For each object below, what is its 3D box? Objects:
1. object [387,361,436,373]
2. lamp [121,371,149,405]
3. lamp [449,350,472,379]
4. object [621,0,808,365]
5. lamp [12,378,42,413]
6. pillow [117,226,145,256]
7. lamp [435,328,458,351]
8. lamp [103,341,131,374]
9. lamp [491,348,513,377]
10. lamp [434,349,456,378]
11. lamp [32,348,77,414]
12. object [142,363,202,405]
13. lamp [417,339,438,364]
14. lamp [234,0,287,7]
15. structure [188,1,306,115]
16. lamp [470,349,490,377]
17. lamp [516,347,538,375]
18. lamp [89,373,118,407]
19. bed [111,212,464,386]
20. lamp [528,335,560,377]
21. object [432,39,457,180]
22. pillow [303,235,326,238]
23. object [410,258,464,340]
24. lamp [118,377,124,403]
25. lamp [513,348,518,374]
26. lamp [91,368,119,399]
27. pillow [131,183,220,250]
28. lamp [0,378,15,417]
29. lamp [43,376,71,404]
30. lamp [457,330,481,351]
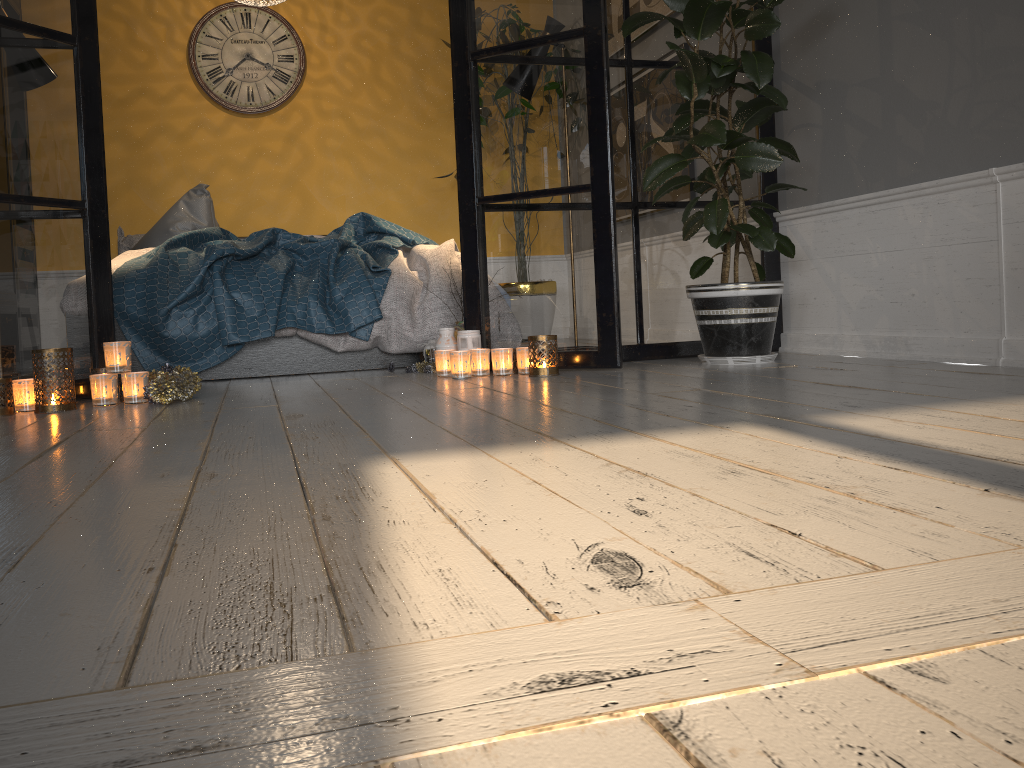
[{"bbox_3d":[-0.401,-0.068,3.586,0.326,0.053,0.088,1,6,38],"label":"object"},{"bbox_3d":[-1.176,0.013,2.766,0.080,0.098,0.081,-1,3,24],"label":"lamp"},{"bbox_3d":[-0.180,-0.068,3.146,0.080,0.098,0.081,-1,3,24],"label":"lamp"},{"bbox_3d":[-0.671,-0.858,2.765,3.900,1.791,1.012,-4,2,-17],"label":"object"},{"bbox_3d":[-1.462,0.035,2.672,0.080,0.098,0.081,-1,3,24],"label":"lamp"},{"bbox_3d":[-1.943,-0.740,5.314,0.514,0.454,0.758,1,5,45],"label":"pillow"},{"bbox_3d":[-0.247,-0.125,3.389,0.092,0.179,0.092,-3,2,4],"label":"lamp"},{"bbox_3d":[-1.226,-0.082,2.753,0.080,0.098,0.081,-1,3,24],"label":"lamp"},{"bbox_3d":[-0.034,-0.078,3.184,0.080,0.098,0.081,-1,3,24],"label":"lamp"},{"bbox_3d":[-0.244,-0.075,3.264,0.080,0.098,0.081,-1,3,38],"label":"lamp"},{"bbox_3d":[-1.371,-0.012,2.648,0.115,0.186,0.115,-3,2,-18],"label":"lamp"},{"bbox_3d":[-1.163,-0.008,2.979,0.192,0.117,0.718,-5,5,-27],"label":"object"},{"bbox_3d":[-0.314,-0.116,3.614,0.096,0.131,0.109,0,4,44],"label":"lamp"},{"bbox_3d":[-1.362,-2.550,4.650,0.616,1.094,0.618,-2,2,24],"label":"lamp"},{"bbox_3d":[-1.701,-2.103,5.702,0.727,0.723,0.071,-4,1,-16],"label":"structure"},{"bbox_3d":[-0.118,-0.077,3.211,0.080,0.098,0.081,-1,3,24],"label":"lamp"},{"bbox_3d":[0.056,-0.083,3.188,0.080,0.098,0.081,-1,3,24],"label":"lamp"},{"bbox_3d":[-1.265,0.019,2.747,0.080,0.098,0.081,-1,3,24],"label":"lamp"},{"bbox_3d":[-1.147,-0.496,4.663,1.899,0.768,2.328,-4,5,-16],"label":"bed"},{"bbox_3d":[0.110,-0.099,3.104,0.107,0.140,0.108,-1,3,37],"label":"lamp"},{"bbox_3d":[0.068,-1.375,5.796,1.347,2.200,1.249,-4,2,-30],"label":"object"},{"bbox_3d":[-1.152,-0.761,5.110,0.484,0.226,0.595,0,5,33],"label":"pillow"},{"bbox_3d":[-0.158,-0.322,3.652,0.437,0.521,0.279,-1,2,24],"label":"object"},{"bbox_3d":[-1.235,0.017,2.861,0.069,0.080,0.069,-3,3,-9],"label":"lamp"},{"bbox_3d":[-0.006,-0.084,3.280,0.063,0.091,0.063,-4,3,-35],"label":"lamp"},{"bbox_3d":[-1.363,0.001,2.960,0.081,0.106,0.081,-4,3,-17],"label":"lamp"},{"bbox_3d":[-1.827,-0.806,4.908,0.783,0.598,0.500,-3,3,-10],"label":"pillow"},{"bbox_3d":[-1.508,0.040,2.593,0.084,0.110,0.084,-5,3,-40],"label":"lamp"},{"bbox_3d":[-1.411,0.026,2.748,0.080,0.098,0.081,-1,3,24],"label":"lamp"},{"bbox_3d":[-0.157,-0.117,3.311,0.092,0.166,0.089,-1,3,40],"label":"lamp"}]
